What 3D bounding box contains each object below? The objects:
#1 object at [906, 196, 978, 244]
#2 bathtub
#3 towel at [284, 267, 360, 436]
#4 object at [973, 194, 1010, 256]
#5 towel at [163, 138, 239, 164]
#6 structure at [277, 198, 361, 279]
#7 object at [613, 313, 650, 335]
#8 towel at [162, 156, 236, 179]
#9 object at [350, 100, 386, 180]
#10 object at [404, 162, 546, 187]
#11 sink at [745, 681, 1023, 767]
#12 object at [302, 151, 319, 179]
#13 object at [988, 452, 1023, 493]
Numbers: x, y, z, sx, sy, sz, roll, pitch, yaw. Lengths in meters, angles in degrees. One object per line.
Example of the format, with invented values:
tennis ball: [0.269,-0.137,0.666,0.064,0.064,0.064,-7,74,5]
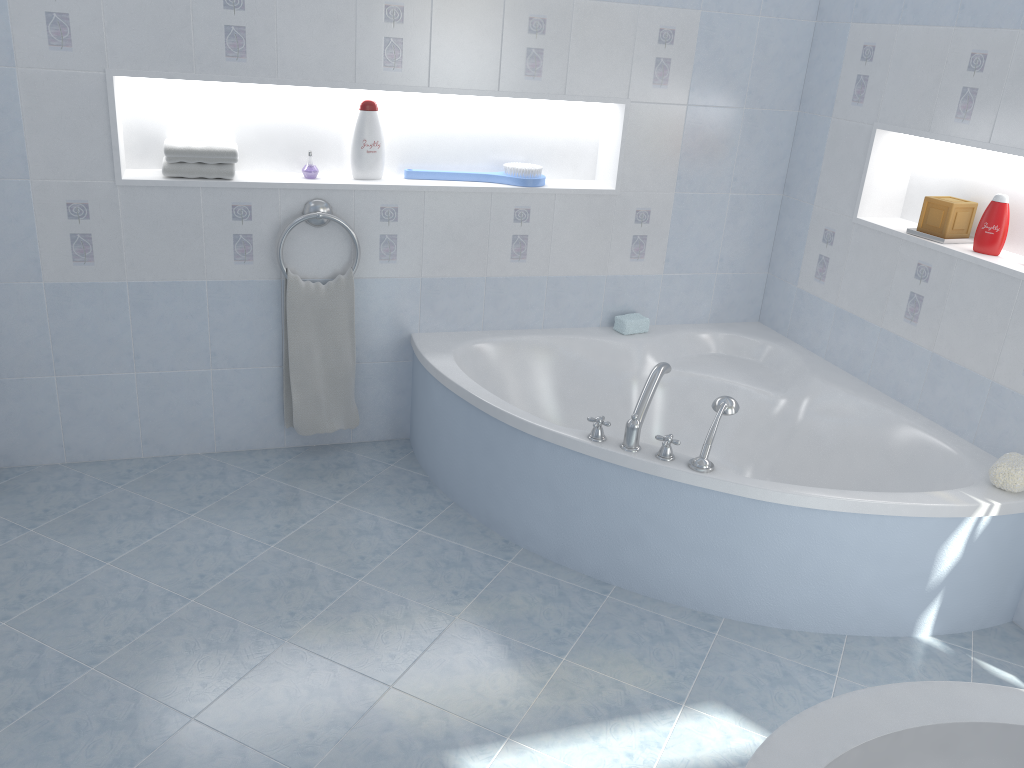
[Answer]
object: [1.463,-0.557,2.987,0.160,0.130,0.160,-5,24,-24]
bathtub: [0.581,0.179,3.022,1.578,0.670,1.596,-3,23,-19]
towel: [-0.692,-0.114,3.241,0.280,0.634,0.101,-4,24,-21]
object: [1.515,-0.502,2.788,0.044,0.190,0.092,-16,30,-42]
towel: [-1.047,-0.786,2.993,0.232,0.062,0.163,-2,23,-17]
structure: [-0.680,-0.483,3.122,0.291,0.332,0.051,-3,23,-19]
object: [0.486,-0.244,3.604,0.128,0.059,0.081,-9,26,-31]
towel: [-1.060,-0.738,3.008,0.232,0.060,0.162,-2,23,-17]
object: [-0.513,-0.870,3.167,0.134,0.276,0.063,-8,26,-29]
object: [-0.137,-0.808,3.364,0.534,0.065,0.172,3,22,-5]
sink: [0.521,0.567,0.903,0.634,0.489,0.533,-3,23,-19]
object: [-0.711,-0.773,3.124,0.059,0.094,0.059,-6,24,-24]
object: [1.446,0.254,2.553,0.105,0.077,0.165,23,28,38]
